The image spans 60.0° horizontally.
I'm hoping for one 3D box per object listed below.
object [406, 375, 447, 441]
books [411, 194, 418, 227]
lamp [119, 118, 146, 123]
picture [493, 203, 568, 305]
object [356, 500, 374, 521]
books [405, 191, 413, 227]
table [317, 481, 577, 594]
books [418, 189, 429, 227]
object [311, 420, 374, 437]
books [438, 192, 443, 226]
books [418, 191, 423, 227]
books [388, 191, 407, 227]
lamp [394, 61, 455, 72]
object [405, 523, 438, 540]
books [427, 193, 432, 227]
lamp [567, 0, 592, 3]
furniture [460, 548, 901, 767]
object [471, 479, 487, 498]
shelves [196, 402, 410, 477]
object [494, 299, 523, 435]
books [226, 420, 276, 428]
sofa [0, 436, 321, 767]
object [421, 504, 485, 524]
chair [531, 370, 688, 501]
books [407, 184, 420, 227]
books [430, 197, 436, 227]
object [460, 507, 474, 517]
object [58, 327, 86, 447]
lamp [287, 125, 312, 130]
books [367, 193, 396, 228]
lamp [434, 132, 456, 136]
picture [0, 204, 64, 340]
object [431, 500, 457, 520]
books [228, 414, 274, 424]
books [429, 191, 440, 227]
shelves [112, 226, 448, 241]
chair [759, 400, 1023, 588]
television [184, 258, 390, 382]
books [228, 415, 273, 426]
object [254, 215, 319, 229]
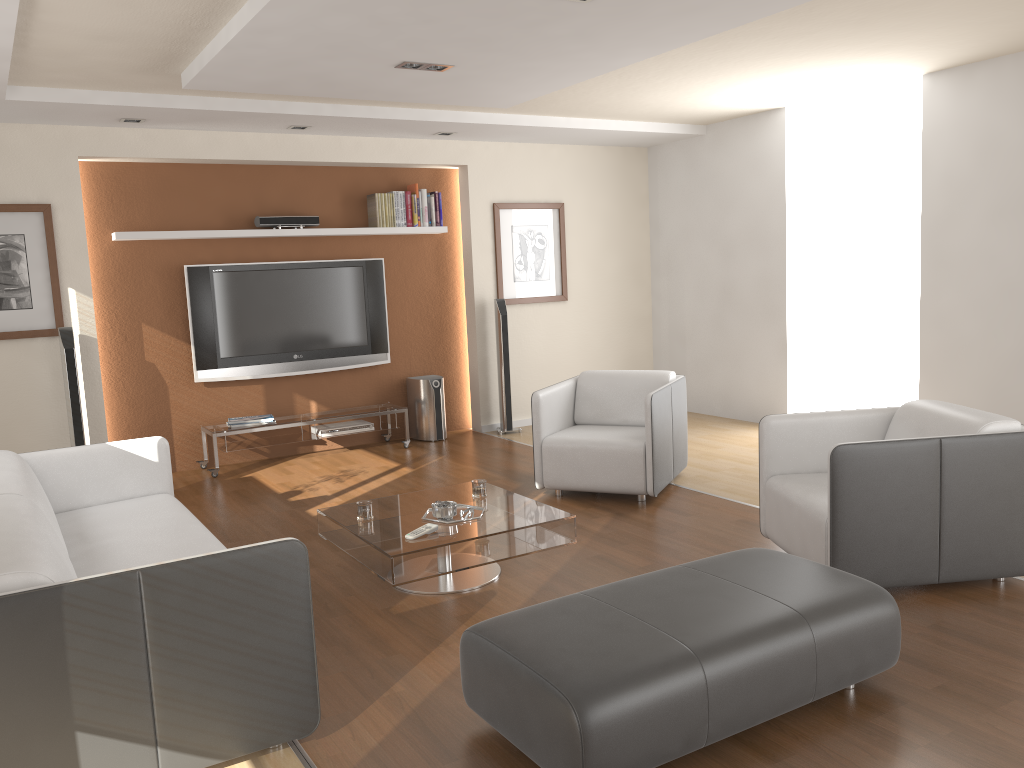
[{"bbox_3d":[-0.706,0.203,7.611,0.286,0.518,0.323,-7,8,-31],"label":"object"},{"bbox_3d":[-0.851,-1.451,7.468,0.041,0.266,0.186,-7,8,-30],"label":"books"},{"bbox_3d":[-2.527,-1.792,5.894,0.146,0.087,0.146,-7,8,-30],"label":"lamp"},{"bbox_3d":[0.174,-1.167,7.924,0.734,0.884,0.025,-7,8,-30],"label":"picture"},{"bbox_3d":[-0.680,0.583,4.094,0.079,0.077,0.079,-9,10,-42],"label":"object"},{"bbox_3d":[-0.896,-1.461,7.450,0.053,0.293,0.169,-7,8,-30],"label":"books"},{"bbox_3d":[-0.322,0.747,4.161,0.900,0.300,0.900,-7,8,-30],"label":"table"},{"bbox_3d":[-0.772,-1.485,7.516,0.050,0.313,0.179,-7,8,-30],"label":"books"},{"bbox_3d":[-1.365,0.355,7.146,0.435,0.052,0.274,-7,8,-30],"label":"object"},{"bbox_3d":[-0.646,-1.488,7.598,0.029,0.286,0.169,-7,8,-30],"label":"books"},{"bbox_3d":[-0.805,-1.472,7.505,0.022,0.293,0.167,-7,8,-30],"label":"books"},{"bbox_3d":[-0.967,-1.454,7.412,0.104,0.295,0.146,-7,8,-30],"label":"books"},{"bbox_3d":[-0.471,-1.742,4.751,0.291,0.087,0.146,-7,8,-30],"label":"lamp"},{"bbox_3d":[-0.389,0.631,3.796,0.064,0.029,0.158,4,10,40],"label":"object"},{"bbox_3d":[-0.738,-1.474,7.551,0.041,0.278,0.157,-7,8,-30],"label":"books"},{"bbox_3d":[0.224,-1.628,3.599,0.291,0.087,0.146,-7,8,-30],"label":"lamp"},{"bbox_3d":[0.548,0.825,2.833,1.291,0.301,0.685,-7,8,-30],"label":"furniture"},{"bbox_3d":[-0.163,0.518,4.407,0.079,0.077,0.079,-9,10,-42],"label":"object"},{"bbox_3d":[-1.632,0.422,7.021,1.617,0.340,0.444,-7,8,-30],"label":"shelves"},{"bbox_3d":[-0.077,-0.154,7.700,0.228,1.165,0.215,-6,8,-25],"label":"object"},{"bbox_3d":[-1.994,0.290,6.777,0.326,0.017,0.228,-6,8,-27],"label":"books"},{"bbox_3d":[-1.552,0.680,3.356,0.919,0.661,2.238,-7,8,-30],"label":"sofa"},{"bbox_3d":[-0.268,0.597,4.087,0.315,0.011,0.273,-6,8,-23],"label":"object"},{"bbox_3d":[0.655,0.301,5.689,0.767,0.706,0.919,1,8,24],"label":"chair"},{"bbox_3d":[-0.828,-1.501,7.487,0.028,0.358,0.169,-7,8,-30],"label":"books"},{"bbox_3d":[-0.705,-1.462,7.565,0.028,0.248,0.169,-7,8,-30],"label":"books"},{"bbox_3d":[-0.201,0.581,4.077,0.051,0.035,0.147,-1,7,11],"label":"object"},{"bbox_3d":[-2.958,0.199,5.997,0.228,1.165,0.215,-8,9,-35],"label":"object"},{"bbox_3d":[-1.556,-1.911,6.468,0.146,0.087,0.146,-7,8,-30],"label":"lamp"},{"bbox_3d":[-1.082,-1.429,7.342,0.167,0.275,0.195,-7,8,-30],"label":"books"},{"bbox_3d":[-0.534,-2.037,7.072,0.146,0.087,0.146,-7,8,-30],"label":"lamp"},{"bbox_3d":[-3.387,-0.731,5.819,0.734,0.884,0.025,-7,8,-30],"label":"picture"},{"bbox_3d":[-0.307,0.570,4.033,0.118,0.079,0.117,-6,8,-23],"label":"object"},{"bbox_3d":[-1.995,0.265,6.774,0.326,0.017,0.228,-5,8,-19],"label":"books"},{"bbox_3d":[-0.676,-1.488,7.580,0.041,0.293,0.169,-7,8,-30],"label":"books"},{"bbox_3d":[-1.718,-1.189,6.977,2.612,0.050,0.200,-7,8,-30],"label":"shelves"},{"bbox_3d":[1.689,0.450,3.965,0.919,0.661,0.767,-3,7,-6],"label":"chair"},{"bbox_3d":[-1.750,-0.523,7.081,1.594,0.900,0.097,-7,8,-30],"label":"television"},{"bbox_3d":[-1.995,0.278,6.776,0.326,0.017,0.228,-4,7,-13],"label":"books"},{"bbox_3d":[-1.758,-1.262,6.942,0.470,0.109,0.182,-7,8,-30],"label":"object"}]
